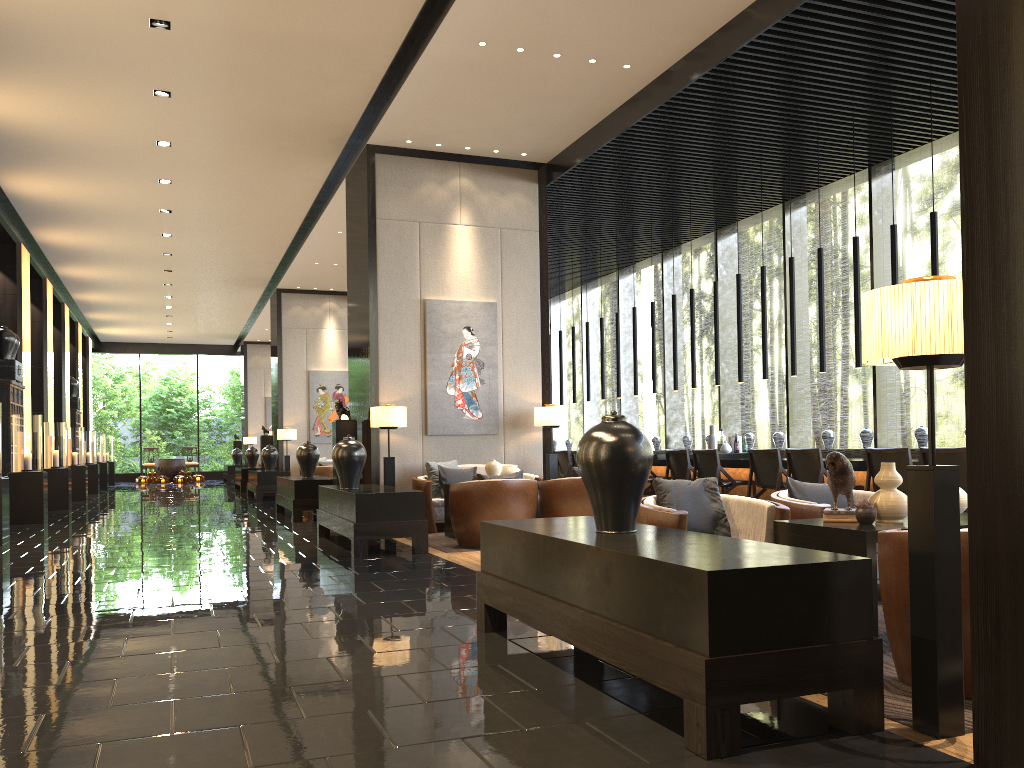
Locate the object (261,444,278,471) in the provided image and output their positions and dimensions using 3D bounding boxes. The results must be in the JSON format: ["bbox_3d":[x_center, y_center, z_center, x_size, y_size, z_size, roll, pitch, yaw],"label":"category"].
[{"bbox_3d":[-4.525,1.372,16.534,0.311,0.492,0.312,-1,-2,-2],"label":"object"}]

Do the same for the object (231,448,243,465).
[{"bbox_3d":[-7.754,2.036,24.970,0.311,0.492,0.312,-1,-2,-2],"label":"object"}]

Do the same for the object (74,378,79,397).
[{"bbox_3d":[-10.503,0.083,21.142,0.311,0.492,0.312,0,-2,-40],"label":"object"}]

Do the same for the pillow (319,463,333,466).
[{"bbox_3d":[-3.267,1.566,15.994,0.441,0.338,0.205,0,-2,-14],"label":"pillow"}]

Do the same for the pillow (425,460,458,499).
[{"bbox_3d":[-0.728,1.024,9.539,0.433,0.399,0.201,1,-3,-43],"label":"pillow"}]

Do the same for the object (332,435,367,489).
[{"bbox_3d":[-1.477,0.707,8.038,0.311,0.492,0.312,-1,-2,-2],"label":"object"}]

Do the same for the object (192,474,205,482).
[{"bbox_3d":[-9.488,2.843,26.764,0.370,0.229,0.370,-4,-4,41],"label":"object"}]

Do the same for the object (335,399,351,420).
[{"bbox_3d":[-1.922,0.292,10.040,0.176,0.246,0.116,0,-2,-21],"label":"object"}]

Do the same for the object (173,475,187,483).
[{"bbox_3d":[-9.779,2.796,26.054,0.369,0.229,0.370,0,-3,-18],"label":"object"}]

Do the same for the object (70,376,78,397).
[{"bbox_3d":[-10.385,0.059,20.832,0.312,0.492,0.311,-3,-2,43],"label":"object"}]

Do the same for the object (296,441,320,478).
[{"bbox_3d":[-2.730,1.003,11.845,0.311,0.492,0.312,0,-2,-40],"label":"object"}]

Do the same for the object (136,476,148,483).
[{"bbox_3d":[-10.934,2.828,26.229,0.369,0.229,0.370,-1,-3,-3],"label":"object"}]

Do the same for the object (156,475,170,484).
[{"bbox_3d":[-10.208,2.791,25.885,0.369,0.229,0.370,-1,-3,2],"label":"object"}]

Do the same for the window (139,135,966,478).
[{"bbox_3d":[-3.751,-0.151,14.302,12.052,4.221,31.950,0,-4,-21],"label":"window"}]

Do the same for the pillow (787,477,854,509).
[{"bbox_3d":[1.756,0.690,5.046,0.441,0.338,0.205,0,-2,-14],"label":"pillow"}]

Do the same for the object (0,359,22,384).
[{"bbox_3d":[-7.274,-0.172,12.743,0.365,0.314,0.607,0,-4,-21],"label":"object"}]

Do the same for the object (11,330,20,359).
[{"bbox_3d":[-7.351,-0.565,12.907,0.311,0.492,0.312,0,-2,-40],"label":"object"}]

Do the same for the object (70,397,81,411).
[{"bbox_3d":[-10.426,0.476,20.978,0.365,0.314,0.607,0,-4,-21],"label":"object"}]

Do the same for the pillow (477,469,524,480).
[{"bbox_3d":[-0.096,0.914,7.708,0.441,0.338,0.205,0,-2,-14],"label":"pillow"}]

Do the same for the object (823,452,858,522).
[{"bbox_3d":[1.456,0.451,3.897,0.174,0.309,0.229,-2,-2,25],"label":"object"}]

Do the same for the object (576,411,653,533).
[{"bbox_3d":[0.420,0.355,3.614,0.311,0.492,0.312,0,-2,-32],"label":"object"}]

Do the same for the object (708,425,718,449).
[{"bbox_3d":[2.470,0.680,10.876,0.113,0.344,0.113,0,-1,-26],"label":"object"}]

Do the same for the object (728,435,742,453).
[{"bbox_3d":[2.768,0.745,10.980,0.169,0.219,0.169,0,-2,-26],"label":"object"}]

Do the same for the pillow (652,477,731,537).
[{"bbox_3d":[0.955,0.678,4.737,0.399,0.362,0.222,0,-2,-20],"label":"pillow"}]

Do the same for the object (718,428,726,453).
[{"bbox_3d":[2.593,0.704,10.970,0.129,0.305,0.129,0,-2,-35],"label":"object"}]

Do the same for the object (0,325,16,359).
[{"bbox_3d":[-7.232,-0.589,12.597,0.312,0.492,0.311,-2,-2,35],"label":"object"}]

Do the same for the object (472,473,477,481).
[{"bbox_3d":[-0.353,0.933,8.780,0.091,0.112,0.092,-2,-2,31],"label":"object"}]

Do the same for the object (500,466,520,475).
[{"bbox_3d":[-0.018,0.910,8.873,0.245,0.168,0.246,0,-3,-18],"label":"object"}]

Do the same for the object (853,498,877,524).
[{"bbox_3d":[1.505,0.540,3.767,0.091,0.112,0.092,-2,-2,31],"label":"object"}]

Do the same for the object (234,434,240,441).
[{"bbox_3d":[-8.334,1.609,26.790,0.176,0.246,0.116,0,-1,-16],"label":"object"}]

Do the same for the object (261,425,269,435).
[{"bbox_3d":[-5.131,0.964,18.413,0.161,0.217,0.102,0,-2,-33],"label":"object"}]

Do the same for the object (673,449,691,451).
[{"bbox_3d":[2.055,0.816,10.695,0.227,0.067,0.228,0,-4,-18],"label":"object"}]

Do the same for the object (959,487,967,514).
[{"bbox_3d":[1.883,0.517,3.909,0.245,0.168,0.246,-3,-3,27],"label":"object"}]

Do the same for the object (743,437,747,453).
[{"bbox_3d":[2.855,0.745,10.851,0.056,0.197,0.056,-1,-1,-19],"label":"object"}]

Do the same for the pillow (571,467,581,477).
[{"bbox_3d":[0.705,0.919,8.017,0.399,0.362,0.222,0,-2,-20],"label":"pillow"}]

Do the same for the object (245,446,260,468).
[{"bbox_3d":[-5.902,1.655,20.132,0.311,0.492,0.312,-1,-2,-2],"label":"object"}]

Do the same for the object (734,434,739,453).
[{"bbox_3d":[2.752,0.727,10.855,0.067,0.237,0.067,0,-1,-27],"label":"object"}]

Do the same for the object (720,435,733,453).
[{"bbox_3d":[2.608,0.735,10.795,0.135,0.217,0.136,0,-2,-34],"label":"object"}]

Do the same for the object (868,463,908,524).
[{"bbox_3d":[1.621,0.468,3.809,0.174,0.257,0.174,-1,-2,-1],"label":"object"}]

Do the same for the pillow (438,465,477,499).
[{"bbox_3d":[-0.578,1.034,9.430,0.472,0.361,0.219,0,-2,-24],"label":"pillow"}]

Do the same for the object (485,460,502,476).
[{"bbox_3d":[-0.182,0.866,8.751,0.171,0.235,0.171,-1,-2,14],"label":"object"}]
